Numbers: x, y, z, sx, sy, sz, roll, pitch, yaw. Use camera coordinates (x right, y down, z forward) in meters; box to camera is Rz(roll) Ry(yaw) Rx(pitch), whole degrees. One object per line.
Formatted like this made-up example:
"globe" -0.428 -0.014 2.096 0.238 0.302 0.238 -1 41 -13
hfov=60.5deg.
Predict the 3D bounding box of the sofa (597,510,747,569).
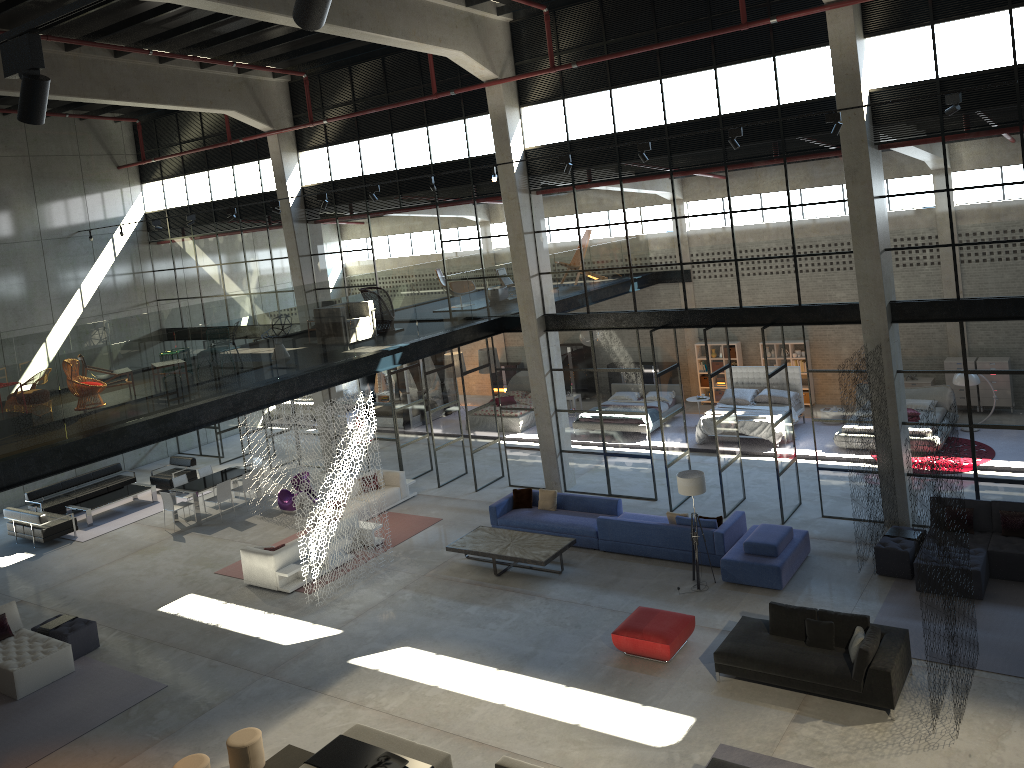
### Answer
"sofa" 2.732 2.481 15.095 2.328 0.715 1.073 0 11 35

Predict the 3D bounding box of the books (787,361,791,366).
"books" 7.402 -0.454 23.487 0.088 0.273 0.189 -4 6 35

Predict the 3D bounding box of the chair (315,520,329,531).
"chair" -3.634 2.787 16.563 0.268 0.315 0.400 -4 8 22

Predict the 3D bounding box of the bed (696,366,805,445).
"bed" 5.711 0.509 21.106 2.211 1.404 2.360 -1 11 34

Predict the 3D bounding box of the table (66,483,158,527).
"table" -9.696 2.916 21.309 0.898 0.403 1.836 0 13 35

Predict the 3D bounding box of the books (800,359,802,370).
"books" 7.706 -0.482 23.331 0.020 0.317 0.257 -5 6 35

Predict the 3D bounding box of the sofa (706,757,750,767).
"sofa" 3.478 3.900 7.799 4.053 0.558 1.498 -4 10 13

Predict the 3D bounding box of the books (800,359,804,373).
"books" 7.729 -0.486 23.314 0.036 0.329 0.257 -5 6 35

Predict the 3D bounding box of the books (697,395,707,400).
"books" 4.842 0.339 22.402 0.228 0.042 0.306 -5 11 9

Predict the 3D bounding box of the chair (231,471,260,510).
"chair" -6.209 2.451 20.358 0.543 0.863 0.427 -3 6 35

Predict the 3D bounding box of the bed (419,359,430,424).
"bed" -3.291 0.056 27.184 2.240 2.060 2.354 -2 9 35

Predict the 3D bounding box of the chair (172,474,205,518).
"chair" -7.540 2.595 20.439 0.543 0.863 0.427 -3 6 35

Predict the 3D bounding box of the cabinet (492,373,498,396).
"cabinet" -0.108 -0.093 28.812 1.036 1.150 0.457 -2 6 35

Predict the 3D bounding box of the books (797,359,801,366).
"books" 7.667 -0.493 23.357 0.055 0.338 0.257 -5 6 35

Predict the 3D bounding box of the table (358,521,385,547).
"table" -3.065 2.930 17.275 1.197 0.366 0.305 0 9 35

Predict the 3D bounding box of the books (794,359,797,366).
"books" 7.608 -0.490 23.398 0.058 0.331 0.257 -5 6 35

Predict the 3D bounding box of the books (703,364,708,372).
"books" 5.493 -0.461 24.892 0.074 0.202 0.161 -4 7 35

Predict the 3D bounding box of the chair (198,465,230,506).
"chair" -7.145 2.435 21.012 0.543 0.863 0.427 -3 6 35

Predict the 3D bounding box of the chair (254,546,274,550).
"chair" -4.427 3.028 15.910 0.389 0.269 0.323 -5 8 10

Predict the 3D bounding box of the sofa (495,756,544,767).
"sofa" -0.294 4.292 7.738 1.050 0.714 2.380 -1 12 35

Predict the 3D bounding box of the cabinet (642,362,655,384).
"cabinet" 3.903 -0.040 26.083 2.075 1.149 0.457 0 7 35

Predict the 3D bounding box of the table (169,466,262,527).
"table" -6.868 2.577 20.401 0.897 0.750 1.836 -1 11 35

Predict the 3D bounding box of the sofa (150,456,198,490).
"sofa" -8.754 2.353 22.701 0.947 0.752 0.835 -1 9 35

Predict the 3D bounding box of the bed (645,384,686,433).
"bed" 3.106 0.686 23.153 2.249 0.860 2.440 0 12 35

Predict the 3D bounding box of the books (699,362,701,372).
"books" 5.371 -0.489 24.964 0.019 0.259 0.178 -5 6 35

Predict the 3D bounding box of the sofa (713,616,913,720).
"sofa" 3.642 3.311 10.701 2.100 0.556 1.101 1 12 35

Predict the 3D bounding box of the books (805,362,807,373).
"books" 7.829 -0.466 23.250 0.020 0.286 0.257 -5 7 35

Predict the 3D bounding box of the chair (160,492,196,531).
"chair" -7.450 2.757 19.561 0.418 0.863 0.554 -4 6 35

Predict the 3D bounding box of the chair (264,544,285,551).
"chair" -4.219 3.027 15.736 0.403 0.333 0.285 -8 6 -10

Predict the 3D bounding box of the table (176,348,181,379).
"table" -6.044 -0.358 15.792 0.391 0.512 0.419 -6 6 10

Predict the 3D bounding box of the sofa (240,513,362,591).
"sofa" -3.889 3.060 16.342 0.944 0.663 2.178 -1 12 35

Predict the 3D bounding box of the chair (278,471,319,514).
"chair" -4.858 2.444 19.872 0.653 0.741 0.811 -2 9 35

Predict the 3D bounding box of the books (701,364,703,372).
"books" 5.429 -0.488 24.923 0.033 0.259 0.178 -5 6 35

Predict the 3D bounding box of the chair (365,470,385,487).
"chair" -3.029 2.139 19.483 0.383 0.334 0.255 -10 7 -21

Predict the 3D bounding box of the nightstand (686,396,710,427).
"nightstand" 4.787 0.719 22.399 0.600 0.694 0.611 -6 7 7

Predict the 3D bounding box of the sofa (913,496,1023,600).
"sofa" 7.860 2.394 12.009 4.137 0.861 1.859 1 12 35

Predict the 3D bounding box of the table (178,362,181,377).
"table" -5.860 -0.170 15.024 0.476 0.391 0.634 -11 10 -29

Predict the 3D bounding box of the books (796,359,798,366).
"books" 7.651 -0.493 23.390 0.064 0.331 0.257 -5 6 35

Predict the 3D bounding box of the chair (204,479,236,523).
"chair" -6.604 2.611 19.785 0.543 0.863 0.427 -3 6 35

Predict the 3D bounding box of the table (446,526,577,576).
"table" -0.009 2.948 15.227 2.057 0.395 1.046 1 13 35

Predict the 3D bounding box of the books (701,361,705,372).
"books" 5.444 -0.498 24.904 0.048 0.284 0.188 -5 6 35

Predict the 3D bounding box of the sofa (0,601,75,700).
"sofa" -8.440 4.366 11.972 1.819 0.860 4.230 0 13 35

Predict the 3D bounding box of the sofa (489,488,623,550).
"sofa" 0.827 2.504 16.449 2.328 0.598 1.073 1 12 35

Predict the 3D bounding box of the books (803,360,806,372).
"books" 7.773 -0.466 23.287 0.027 0.286 0.257 -5 7 35

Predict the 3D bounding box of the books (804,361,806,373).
"books" 7.789 -0.456 23.266 0.022 0.272 0.257 -5 7 35

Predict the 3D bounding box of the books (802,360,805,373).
"books" 7.763 -0.467 23.315 0.020 0.279 0.257 -5 7 35

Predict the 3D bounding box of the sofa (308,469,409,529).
"sofa" -3.294 2.487 18.894 0.939 0.662 2.187 -1 12 35

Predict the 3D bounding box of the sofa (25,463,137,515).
"sofa" -10.747 2.727 22.020 0.817 0.749 2.499 -2 11 35

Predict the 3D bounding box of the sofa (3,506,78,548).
"sofa" -10.680 3.135 19.899 1.646 0.751 0.835 0 10 35

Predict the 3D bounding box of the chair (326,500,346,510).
"chair" -3.682 2.516 18.349 0.416 0.107 0.412 -8 11 -8

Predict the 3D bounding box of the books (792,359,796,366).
"books" 7.571 -0.490 23.425 0.068 0.332 0.257 -5 6 35

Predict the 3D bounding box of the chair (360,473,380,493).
"chair" -3.125 2.186 19.303 0.414 0.332 0.257 -10 7 -22

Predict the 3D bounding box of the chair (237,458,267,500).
"chair" -6.298 2.289 21.236 0.418 0.863 0.554 -4 6 35

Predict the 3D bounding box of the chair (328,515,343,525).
"chair" -3.435 2.718 16.790 0.267 0.319 0.403 -2 9 37

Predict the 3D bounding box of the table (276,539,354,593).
"table" -3.523 3.272 15.816 0.299 0.365 1.599 -3 11 35

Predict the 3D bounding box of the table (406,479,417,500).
"table" -2.598 2.364 19.868 0.898 0.366 0.305 0 9 35

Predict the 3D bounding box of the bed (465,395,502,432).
"bed" 0.038 0.429 25.289 2.023 1.267 2.384 -1 11 35
